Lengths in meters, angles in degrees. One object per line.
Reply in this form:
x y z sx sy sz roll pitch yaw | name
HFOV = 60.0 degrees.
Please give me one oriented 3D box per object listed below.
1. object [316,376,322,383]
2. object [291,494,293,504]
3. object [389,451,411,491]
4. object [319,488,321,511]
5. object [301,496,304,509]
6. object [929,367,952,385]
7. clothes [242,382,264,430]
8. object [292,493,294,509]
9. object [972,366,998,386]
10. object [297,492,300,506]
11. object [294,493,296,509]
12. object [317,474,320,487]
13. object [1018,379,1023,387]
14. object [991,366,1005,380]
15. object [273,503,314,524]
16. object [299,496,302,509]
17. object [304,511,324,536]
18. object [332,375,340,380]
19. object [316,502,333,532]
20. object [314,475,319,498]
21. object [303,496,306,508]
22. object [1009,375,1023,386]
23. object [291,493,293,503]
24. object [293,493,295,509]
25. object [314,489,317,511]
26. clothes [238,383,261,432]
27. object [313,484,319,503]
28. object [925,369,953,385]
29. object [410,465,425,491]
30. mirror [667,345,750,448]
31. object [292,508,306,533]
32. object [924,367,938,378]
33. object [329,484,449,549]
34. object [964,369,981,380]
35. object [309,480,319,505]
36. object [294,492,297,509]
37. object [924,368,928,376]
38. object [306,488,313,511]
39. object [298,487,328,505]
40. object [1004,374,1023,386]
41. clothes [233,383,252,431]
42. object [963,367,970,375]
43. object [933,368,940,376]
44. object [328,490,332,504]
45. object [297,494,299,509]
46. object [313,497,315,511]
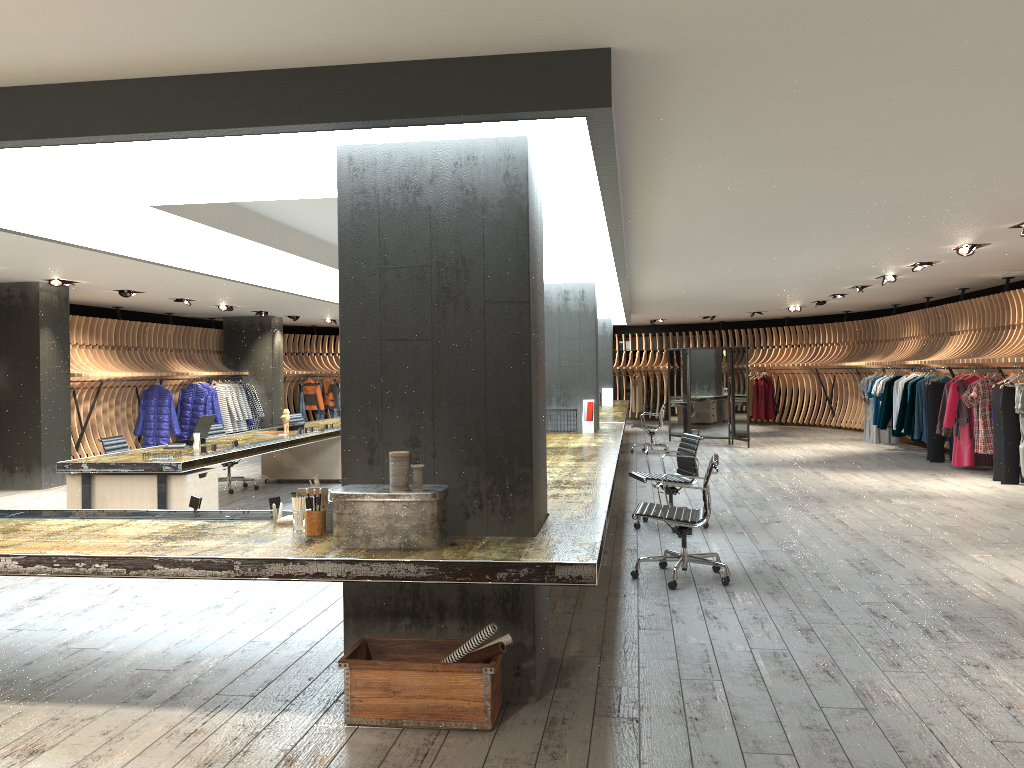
-4.894 -0.091 22.441 0.023 0.243 0.549 -1 1 4 | object
-1.023 0.594 4.167 0.030 0.170 0.007 -1 0 -45 | object
-0.475 0.394 3.909 0.088 0.204 0.262 -1 0 6 | object
-0.883 0.580 4.069 0.008 0.207 0.054 -1 0 -27 | object
-0.985 0.594 4.156 0.030 0.170 0.007 -1 0 1 | object
6.599 -0.124 13.444 0.525 0.270 0.012 -1 0 13 | object
-5.754 0.555 19.278 0.799 1.185 0.191 -1 0 8 | clothes
-1.020 0.595 4.158 0.007 0.170 0.030 -1 0 19 | object
6.367 -0.099 11.778 0.525 0.270 0.012 -1 0 8 | object
-1.004 0.594 4.191 0.007 0.170 0.030 -1 0 -42 | object
-1.013 0.595 4.151 0.007 0.170 0.030 -1 0 -8 | object
-0.899 0.556 4.183 0.008 0.267 0.060 -1 0 25 | object
6.165 -0.086 10.283 0.549 0.243 0.023 -1 0 14 | object
6.332 -0.088 11.568 0.524 0.286 0.015 -1 0 -7 | object
-0.966 0.484 4.405 0.431 0.429 0.195 -1 0 4 | object
-0.993 0.594 4.150 0.030 0.170 0.007 -1 0 28 | object
-0.909 0.634 4.079 0.084 0.111 0.083 -1 0 -5 | object
-4.562 -0.103 22.933 0.549 0.243 0.023 -1 0 -16 | object
-0.875 0.629 4.195 0.108 0.128 0.108 -1 0 23 | object
-0.904 0.559 4.183 0.062 0.264 0.012 -1 0 -40 | object
-0.981 0.594 4.165 0.030 0.170 0.007 -1 0 -25 | object
6.198 -0.088 10.547 0.549 0.250 0.023 -1 0 9 | object
-1.022 0.594 4.162 0.007 0.170 0.030 -1 0 31 | object
-1.016 0.595 4.154 0.007 0.170 0.030 -1 0 4 | object
-0.899 0.581 4.059 0.008 0.207 0.054 -1 0 -5 | object
-5.771 0.558 19.091 0.807 1.187 0.192 -1 0 8 | clothes
-0.905 0.581 4.193 0.009 0.222 0.082 -1 0 37 | object
6.634 -0.127 13.621 0.525 0.270 0.012 0 0 33 | object
-0.403 0.401 3.794 0.062 0.109 0.062 -1 0 -22 | object
3.824 0.227 17.275 0.443 1.892 2.111 -1 0 -41 | mirror
-1.000 0.639 4.170 0.061 0.111 0.061 -1 0 -3 | object
6.730 -0.138 14.236 0.525 0.270 0.012 -1 0 8 | object
-0.531 0.575 3.878 0.498 0.239 0.303 -1 0 8 | object
6.478 -0.109 12.418 0.525 0.270 0.012 -1 0 18 | object
-0.916 0.572 4.200 0.084 0.240 0.009 -1 0 -15 | object
-1.013 0.594 4.188 0.030 0.170 0.007 -1 0 21 | object
6.727 -0.141 14.349 0.525 0.270 0.012 -1 0 8 | object
-0.916 0.581 4.065 0.054 0.207 0.008 -1 0 -9 | object
-0.928 0.588 4.148 0.138 0.209 0.034 -1 0 -12 | object
6.211 -0.094 10.642 0.549 0.243 0.023 0 0 44 | object
-5.838 0.509 18.732 0.752 1.062 0.128 -1 0 6 | clothes
6.490 -0.113 12.664 0.525 0.270 0.012 -1 0 8 | object
6.669 -0.134 13.918 0.525 0.270 0.012 -1 0 18 | object
-0.866 0.589 4.182 0.081 0.198 0.050 -1 0 33 | object
-1.003 0.594 4.148 0.007 0.170 0.030 -1 0 -35 | object
-0.913 0.604 4.110 0.018 0.158 0.011 -1 0 25 | object
